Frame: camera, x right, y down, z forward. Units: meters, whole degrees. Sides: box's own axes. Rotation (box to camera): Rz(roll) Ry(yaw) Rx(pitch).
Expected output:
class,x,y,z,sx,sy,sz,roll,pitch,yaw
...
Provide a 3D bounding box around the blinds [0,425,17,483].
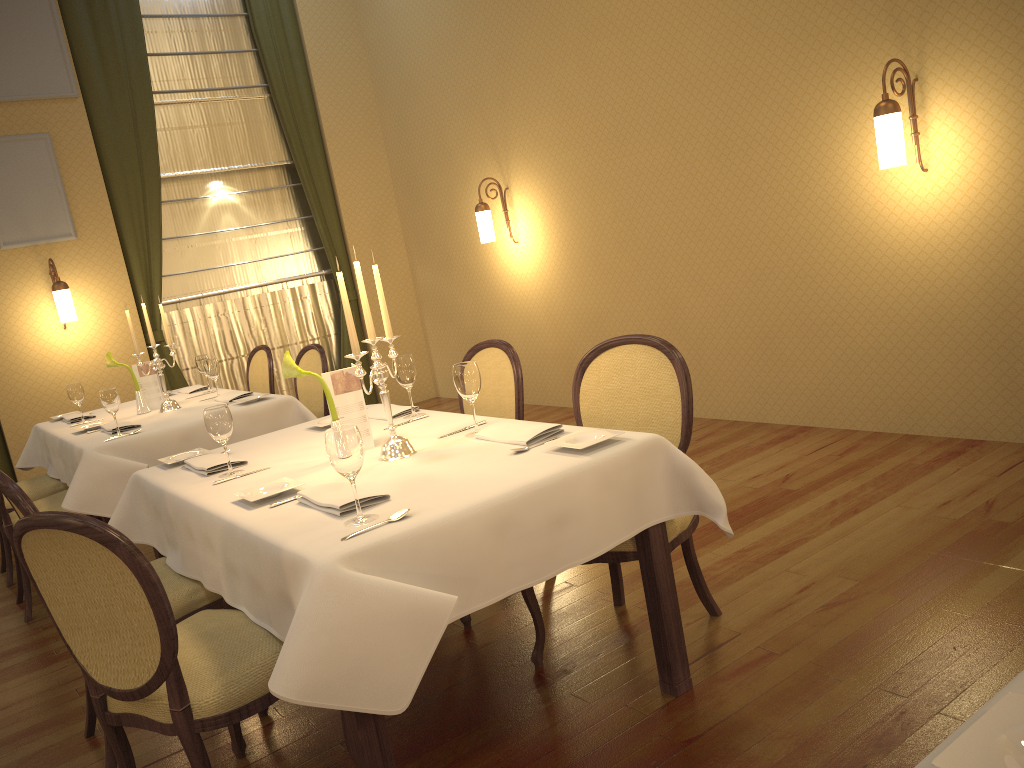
class,x,y,z,sx,sy,sz,roll,pitch,yaw
blinds,-4.663,-1.004,5.577,1.878,4.537,0.129,-17,11,-34

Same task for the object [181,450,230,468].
class,x,y,z,sx,sy,sz,roll,pitch,yaw
object,-1.112,0.271,3.221,0.181,0.015,0.038,-17,11,-32

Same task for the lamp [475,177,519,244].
class,x,y,z,sx,sy,sz,roll,pitch,yaw
lamp,-0.141,-1.276,6.601,0.114,0.513,0.323,-1,13,44

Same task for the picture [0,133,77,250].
class,x,y,z,sx,sy,sz,roll,pitch,yaw
picture,-3.476,-1.378,6.326,0.512,0.769,0.027,-17,11,-34

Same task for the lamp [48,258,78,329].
class,x,y,z,sx,sy,sz,roll,pitch,yaw
lamp,-3.251,-0.640,6.328,0.323,0.513,0.114,-1,13,44

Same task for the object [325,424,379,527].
class,x,y,z,sx,sy,sz,roll,pitch,yaw
object,-0.378,0.213,2.081,0.088,0.229,0.088,-8,10,14

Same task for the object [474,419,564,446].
class,x,y,z,sx,sy,sz,roll,pitch,yaw
object,0.017,0.144,2.662,0.142,0.033,0.273,-17,11,-34

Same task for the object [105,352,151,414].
class,x,y,z,sx,sy,sz,roll,pitch,yaw
object,-2.145,-0.009,4.947,0.163,0.375,0.076,-13,10,-12

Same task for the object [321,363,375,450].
class,x,y,z,sx,sy,sz,roll,pitch,yaw
object,-0.509,0.079,2.888,0.081,0.277,0.166,-6,11,27

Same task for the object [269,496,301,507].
class,x,y,z,sx,sy,sz,roll,pitch,yaw
object,-0.573,0.305,2.427,0.185,0.010,0.017,-17,11,-32

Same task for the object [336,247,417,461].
class,x,y,z,sx,sy,sz,roll,pitch,yaw
object,-0.410,-0.095,2.665,0.131,0.655,0.390,-11,9,0

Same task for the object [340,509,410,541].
class,x,y,z,sx,sy,sz,roll,pitch,yaw
object,-0.311,0.321,2.023,0.181,0.015,0.038,-17,11,-32

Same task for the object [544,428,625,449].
class,x,y,z,sx,sy,sz,roll,pitch,yaw
object,0.198,0.157,2.398,0.160,0.024,0.160,-17,11,-34

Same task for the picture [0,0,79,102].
class,x,y,z,sx,sy,sz,roll,pitch,yaw
picture,-3.660,-2.504,6.158,0.966,1.057,0.027,-17,11,-34

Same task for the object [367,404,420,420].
class,x,y,z,sx,sy,sz,roll,pitch,yaw
object,-0.487,0.108,3.467,0.142,0.024,0.273,-17,11,-34

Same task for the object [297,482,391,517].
class,x,y,z,sx,sy,sz,roll,pitch,yaw
object,-0.441,0.291,2.303,0.142,0.033,0.273,-17,11,-34

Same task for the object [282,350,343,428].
class,x,y,z,sx,sy,sz,roll,pitch,yaw
object,-0.605,0.067,2.761,0.163,0.375,0.076,-13,10,-12

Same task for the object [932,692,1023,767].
class,x,y,z,sx,sy,sz,roll,pitch,yaw
object,0.514,0.360,0.835,0.160,0.024,0.160,-17,11,-34

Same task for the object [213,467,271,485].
class,x,y,z,sx,sy,sz,roll,pitch,yaw
object,-0.864,0.291,2.839,0.185,0.010,0.017,-17,11,-32

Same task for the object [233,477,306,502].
class,x,y,z,sx,sy,sz,roll,pitch,yaw
object,-0.683,0.306,2.503,0.160,0.024,0.160,-17,11,-34

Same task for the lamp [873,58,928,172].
class,x,y,z,sx,sy,sz,roll,pitch,yaw
lamp,1.719,-1.186,3.961,0.114,0.513,0.323,-1,13,44

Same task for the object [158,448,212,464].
class,x,y,z,sx,sy,sz,roll,pitch,yaw
object,-1.208,0.276,3.279,0.160,0.024,0.160,-17,11,-34

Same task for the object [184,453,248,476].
class,x,y,z,sx,sy,sz,roll,pitch,yaw
object,-1.029,0.273,3.075,0.142,0.033,0.273,-17,11,-34

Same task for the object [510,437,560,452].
class,x,y,z,sx,sy,sz,roll,pitch,yaw
object,0.070,0.168,2.500,0.181,0.015,0.038,-17,11,-32

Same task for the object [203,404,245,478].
class,x,y,z,sx,sy,sz,roll,pitch,yaw
object,-0.939,0.184,2.885,0.088,0.229,0.088,-8,10,14

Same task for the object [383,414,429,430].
class,x,y,z,sx,sy,sz,roll,pitch,yaw
object,-0.382,0.137,3.208,0.185,0.010,0.017,-17,11,-33

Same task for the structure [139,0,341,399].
class,x,y,z,sx,sy,sz,roll,pitch,yaw
structure,-2.411,-1.706,7.286,1.898,4.511,0.137,-17,11,-34

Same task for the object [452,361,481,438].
class,x,y,z,sx,sy,sz,roll,pitch,yaw
object,-0.129,0.047,2.789,0.088,0.229,0.088,-9,9,8

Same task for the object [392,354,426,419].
class,x,y,z,sx,sy,sz,roll,pitch,yaw
object,-0.387,0.009,3.302,0.088,0.229,0.088,-8,10,14

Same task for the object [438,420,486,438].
class,x,y,z,sx,sy,sz,roll,pitch,yaw
object,-0.162,0.148,2.895,0.185,0.010,0.017,-17,11,-33

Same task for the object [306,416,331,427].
class,x,y,z,sx,sy,sz,roll,pitch,yaw
object,-0.698,0.150,3.449,0.160,0.024,0.160,-17,11,-34

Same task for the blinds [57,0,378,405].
class,x,y,z,sx,sy,sz,roll,pitch,yaw
blinds,-2.338,-1.717,7.190,1.876,4.537,0.129,-17,11,-34
